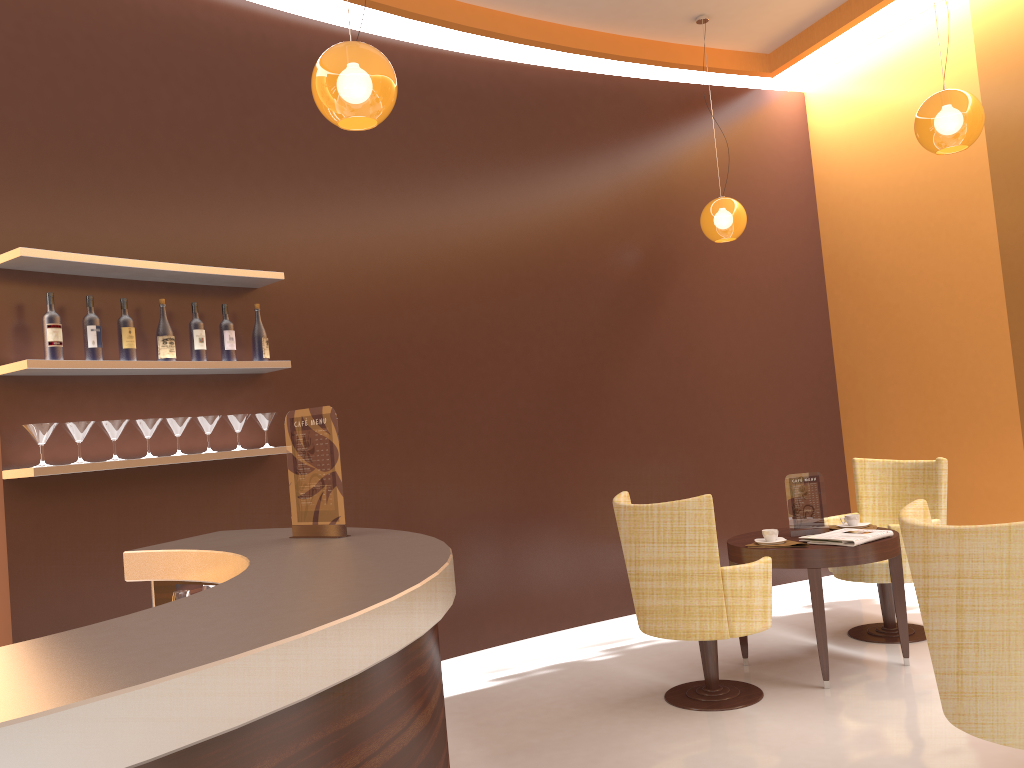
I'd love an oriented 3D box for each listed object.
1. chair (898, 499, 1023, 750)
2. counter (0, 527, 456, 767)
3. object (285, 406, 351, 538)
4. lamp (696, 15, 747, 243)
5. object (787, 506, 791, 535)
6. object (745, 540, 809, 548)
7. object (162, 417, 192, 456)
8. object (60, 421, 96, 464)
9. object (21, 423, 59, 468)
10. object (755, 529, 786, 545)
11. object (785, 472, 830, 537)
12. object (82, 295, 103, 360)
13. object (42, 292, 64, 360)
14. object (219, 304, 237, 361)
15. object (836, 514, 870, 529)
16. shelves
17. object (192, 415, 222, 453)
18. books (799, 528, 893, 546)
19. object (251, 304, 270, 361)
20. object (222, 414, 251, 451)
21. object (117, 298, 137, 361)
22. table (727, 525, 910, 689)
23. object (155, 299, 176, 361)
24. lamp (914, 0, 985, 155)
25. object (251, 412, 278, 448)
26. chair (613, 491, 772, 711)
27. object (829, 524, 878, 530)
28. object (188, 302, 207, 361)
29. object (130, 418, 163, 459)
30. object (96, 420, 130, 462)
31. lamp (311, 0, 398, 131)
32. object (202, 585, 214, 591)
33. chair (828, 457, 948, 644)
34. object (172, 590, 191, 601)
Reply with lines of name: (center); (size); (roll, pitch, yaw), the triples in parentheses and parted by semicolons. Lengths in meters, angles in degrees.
chair: (1.633, 0.874, 2.736); (0.685, 1.017, 0.729); (-5, -3, -5)
counter: (-0.936, 1.014, 1.765); (1.586, 1.100, 2.917); (-7, -3, 23)
object: (-0.636, 0.284, 2.853); (0.258, 0.414, 0.052); (-8, -4, 37)
lamp: (1.331, -1.687, 5.851); (0.299, 1.500, 0.299); (-4, -3, -22)
object: (2.015, 0.562, 3.893); (0.187, 0.335, 2.090); (-4, -3, -25)
object: (1.322, 0.820, 4.577); (0.239, 0.021, 0.464); (-5, -3, -8)
object: (-1.538, 0.244, 4.083); (0.137, 0.174, 0.137); (-8, -4, 43)
object: (-1.817, 0.249, 3.723); (0.137, 0.174, 0.137); (-7, -4, 33)
object: (-1.909, 0.250, 3.598); (0.137, 0.174, 0.137); (-7, -4, 33)
object: (1.336, 0.790, 4.589); (0.153, 0.069, 0.153); (-5, -3, 5)
object: (1.593, 0.649, 4.793); (0.209, 0.335, 0.042); (-5, -3, 1)
object: (-1.804, -0.232, 3.810); (0.073, 0.297, 0.073); (-6, -3, 16)
object: (-1.903, -0.230, 3.670); (0.073, 0.297, 0.073); (-6, -3, 16)
object: (-1.389, -0.242, 4.322); (0.073, 0.297, 0.073); (-6, -3, 16)
object: (1.877, 0.757, 4.883); (0.153, 0.069, 0.153); (-3, -4, -38)
shelves: (-2.354, -0.101, 2.474); (0.586, 0.902, 4.744); (-7, -3, 25)
object: (-1.439, 0.241, 4.200); (0.137, 0.174, 0.137); (-8, -4, 43)
books: (1.697, 0.775, 4.498); (0.367, 0.035, 0.345); (-3, -4, -32)
object: (-1.270, -0.251, 4.452); (0.086, 0.303, 0.086); (-5, -3, -7)
object: (-1.334, 0.238, 4.317); (0.137, 0.174, 0.137); (-5, -3, 3)
object: (-1.713, -0.233, 3.936); (0.073, 0.297, 0.073); (-4, -3, -24)
table: (1.624, 1.152, 4.717); (0.872, 0.679, 0.874); (-6, -3, 15)
object: (-1.602, -0.241, 4.086); (0.086, 0.303, 0.086); (-3, -4, -38)
lamp: (1.987, -1.837, 4.182); (0.299, 1.500, 0.299); (-6, -3, 21)
object: (-1.232, 0.235, 4.434); (0.137, 0.174, 0.137); (-8, -4, 43)
chair: (0.902, 1.029, 4.362); (0.685, 1.017, 0.729); (-4, -3, -25)
object: (1.899, 0.784, 4.882); (0.239, 0.021, 0.464); (-4, -3, -25)
object: (-1.493, -0.239, 4.203); (0.073, 0.297, 0.073); (-6, -3, 16)
object: (-1.628, 0.246, 3.967); (0.137, 0.174, 0.137); (-8, -4, 43)
object: (-1.726, 0.247, 3.848); (0.137, 0.174, 0.137); (-8, -4, 43)
lamp: (-0.608, -1.656, 3.145); (0.299, 1.500, 0.299); (-5, -3, -4)
object: (-0.990, 0.736, 2.930); (0.067, 0.148, 0.067); (-4, -3, -23)
chair: (2.228, 0.956, 5.250); (0.685, 1.017, 0.729); (-4, -3, -22)
object: (-1.052, 0.737, 2.835); (0.067, 0.148, 0.067); (-5, -3, 4)
